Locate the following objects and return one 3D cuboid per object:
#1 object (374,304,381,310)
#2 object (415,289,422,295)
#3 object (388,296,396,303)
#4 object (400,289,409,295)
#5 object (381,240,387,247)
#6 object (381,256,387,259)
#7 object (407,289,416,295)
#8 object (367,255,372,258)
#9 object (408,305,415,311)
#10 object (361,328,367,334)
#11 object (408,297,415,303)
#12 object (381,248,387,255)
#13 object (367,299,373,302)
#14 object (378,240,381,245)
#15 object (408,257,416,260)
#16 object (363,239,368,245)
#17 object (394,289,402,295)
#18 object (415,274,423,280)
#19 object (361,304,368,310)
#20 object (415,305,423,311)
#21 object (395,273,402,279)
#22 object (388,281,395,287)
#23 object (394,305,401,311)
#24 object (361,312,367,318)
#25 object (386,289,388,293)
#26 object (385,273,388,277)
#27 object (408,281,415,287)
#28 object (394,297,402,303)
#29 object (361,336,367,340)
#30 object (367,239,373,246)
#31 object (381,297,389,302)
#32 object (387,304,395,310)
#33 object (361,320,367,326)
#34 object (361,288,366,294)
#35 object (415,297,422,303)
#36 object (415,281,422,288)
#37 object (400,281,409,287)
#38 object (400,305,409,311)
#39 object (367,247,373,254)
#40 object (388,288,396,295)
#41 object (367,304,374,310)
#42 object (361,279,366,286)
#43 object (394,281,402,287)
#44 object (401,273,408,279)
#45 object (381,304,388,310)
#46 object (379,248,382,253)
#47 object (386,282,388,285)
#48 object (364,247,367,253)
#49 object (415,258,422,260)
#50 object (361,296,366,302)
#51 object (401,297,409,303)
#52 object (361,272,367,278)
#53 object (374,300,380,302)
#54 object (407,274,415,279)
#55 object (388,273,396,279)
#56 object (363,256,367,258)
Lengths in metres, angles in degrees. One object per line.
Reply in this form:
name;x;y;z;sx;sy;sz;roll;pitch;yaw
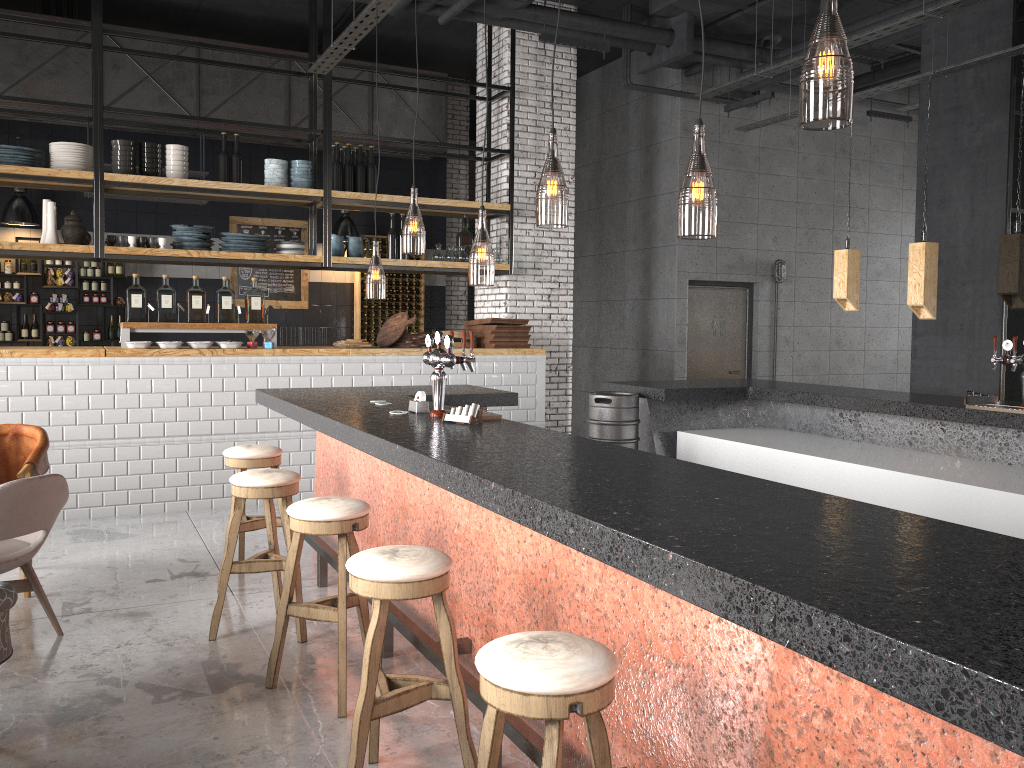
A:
object;-1.764;-1.007;11.617;0.079;0.079;0.284;-1;4;-26
object;-1.265;-1.230;11.882;0.079;0.079;0.284;-1;4;-26
object;-1.589;-1.115;11.686;0.079;0.079;0.284;-1;4;-26
object;-1.418;-1.223;11.764;0.079;0.079;0.284;-1;4;-26
object;-1.682;-1.850;11.646;0.079;0.079;0.284;-1;4;-26
object;-1.676;-1.639;11.637;0.079;0.079;0.284;-1;4;-26
object;-1.341;-1.227;11.822;0.079;0.079;0.284;-1;4;-26
object;-1.846;-1.636;11.555;0.079;0.079;0.284;-1;4;-26
object;-1.351;-1.018;11.846;0.079;0.079;0.284;-1;4;-26
object;-1.941;-0.690;11.556;0.079;0.079;0.281;-1;4;-26
object;-1.350;-1.123;11.842;0.079;0.079;0.284;-1;4;-26
object;-1.675;-1.744;11.633;0.079;0.079;0.284;-1;4;-26
object;-1.860;-1.112;11.596;0.079;0.079;0.284;-1;4;-26
object;-1.758;-1.847;11.586;0.079;0.079;0.284;-1;4;-26
object;-1.337;-1.646;11.803;0.079;0.079;0.284;-1;4;-26
object;-1.920;-1.842;11.486;0.079;0.079;0.284;-1;4;-26
object;-1.511;-1.223;11.740;0.079;0.079;0.284;-1;4;-26
object;-1.250;-1.438;11.846;0.079;0.079;0.284;-1;4;-26
object;-1.928;-1.003;11.521;0.079;0.079;0.284;-1;4;-26
object;-1.251;-1.017;11.856;0.079;0.079;0.284;-1;4;-26
object;-1.509;-1.433;11.730;0.079;0.079;0.284;-1;4;-26
object;-1.601;-1.327;11.707;0.079;0.079;0.284;-1;4;-26
object;-1.522;-1.014;11.767;0.079;0.079;0.284;-1;4;-26
object;-1.945;-0.900;11.560;0.079;0.079;0.281;-1;4;-26
object;-1.681;-1.219;11.657;0.079;0.079;0.284;-1;4;-26
object;-1.678;-1.429;11.647;0.079;0.079;0.284;-1;4;-26
object;-1.347;-1.332;11.832;0.079;0.079;0.284;-1;4;-26
object;-1.519;-1.119;11.758;0.079;0.079;0.284;-1;4;-26
object;-1.949;-0.586;11.575;0.079;0.079;0.281;-1;4;-26
object;-1.850;-1.846;11.559;0.079;0.079;0.284;-1;4;-26
object;-1.672;-1.113;11.641;0.079;0.079;0.284;-1;4;-26
object;-1.598;-1.011;11.708;0.079;0.079;0.284;-1;4;-26
object;-1.936;-0.794;11.543;0.079;0.079;0.281;-1;4;-26
object;-1.942;-1.215;11.547;0.079;0.079;0.284;-1;4;-26
object;-1.258;-1.123;11.869;0.079;0.079;0.284;-1;4;-26
object;-1.255;-1.333;11.859;0.079;0.079;0.284;-1;4;-26
object;-1.425;-1.330;11.776;0.079;0.079;0.284;-1;4;-26
object;-1.429;-1.015;11.791;0.079;0.079;0.284;-1;4;-26
object;-1.834;-1.739;11.529;0.079;0.079;0.284;-1;4;-26
object;-1.586;-1.220;11.677;0.079;0.079;0.284;-1;4;-26
object;-1.853;-1.006;11.583;0.079;0.079;0.284;-1;4;-26
object;-1.930;-1.318;11.519;0.079;0.079;0.284;-1;4;-26
object;-1.517;-1.329;11.749;0.079;0.079;0.284;-1;4;-26
object;-1.433;-1.436;11.789;0.079;0.079;0.284;-1;4;-26
object;-1.683;-1.010;11.666;0.079;0.079;0.284;-1;4;-26
object;-1.751;-1.741;11.574;0.079;0.079;0.284;-1;4;-26
object;-1.688;-1.326;11.670;0.079;0.079;0.284;-1;4;-26
object;-1.936;-1.740;11.522;0.079;0.079;0.284;-1;4;-26
object;-1.259;-1.649;11.858;0.079;0.079;0.284;-1;4;-26
object;-1.936;-1.109;11.537;0.079;0.079;0.284;-1;4;-26
object;-1.417;-1.118;11.765;0.079;0.079;0.284;-1;4;-26
object;-1.933;-1.424;11.523;0.079;0.079;0.284;-1;4;-26
object;-1.774;-1.114;11.634;0.079;0.079;0.284;-1;4;-26
object;-1.346;-1.437;11.827;0.079;0.079;0.284;-1;4;-26
object;-1.585;-1.430;11.671;0.079;0.079;0.284;-1;4;-26
object;-1.939;-1.635;11.531;0.079;0.079;0.284;-1;4;-26
